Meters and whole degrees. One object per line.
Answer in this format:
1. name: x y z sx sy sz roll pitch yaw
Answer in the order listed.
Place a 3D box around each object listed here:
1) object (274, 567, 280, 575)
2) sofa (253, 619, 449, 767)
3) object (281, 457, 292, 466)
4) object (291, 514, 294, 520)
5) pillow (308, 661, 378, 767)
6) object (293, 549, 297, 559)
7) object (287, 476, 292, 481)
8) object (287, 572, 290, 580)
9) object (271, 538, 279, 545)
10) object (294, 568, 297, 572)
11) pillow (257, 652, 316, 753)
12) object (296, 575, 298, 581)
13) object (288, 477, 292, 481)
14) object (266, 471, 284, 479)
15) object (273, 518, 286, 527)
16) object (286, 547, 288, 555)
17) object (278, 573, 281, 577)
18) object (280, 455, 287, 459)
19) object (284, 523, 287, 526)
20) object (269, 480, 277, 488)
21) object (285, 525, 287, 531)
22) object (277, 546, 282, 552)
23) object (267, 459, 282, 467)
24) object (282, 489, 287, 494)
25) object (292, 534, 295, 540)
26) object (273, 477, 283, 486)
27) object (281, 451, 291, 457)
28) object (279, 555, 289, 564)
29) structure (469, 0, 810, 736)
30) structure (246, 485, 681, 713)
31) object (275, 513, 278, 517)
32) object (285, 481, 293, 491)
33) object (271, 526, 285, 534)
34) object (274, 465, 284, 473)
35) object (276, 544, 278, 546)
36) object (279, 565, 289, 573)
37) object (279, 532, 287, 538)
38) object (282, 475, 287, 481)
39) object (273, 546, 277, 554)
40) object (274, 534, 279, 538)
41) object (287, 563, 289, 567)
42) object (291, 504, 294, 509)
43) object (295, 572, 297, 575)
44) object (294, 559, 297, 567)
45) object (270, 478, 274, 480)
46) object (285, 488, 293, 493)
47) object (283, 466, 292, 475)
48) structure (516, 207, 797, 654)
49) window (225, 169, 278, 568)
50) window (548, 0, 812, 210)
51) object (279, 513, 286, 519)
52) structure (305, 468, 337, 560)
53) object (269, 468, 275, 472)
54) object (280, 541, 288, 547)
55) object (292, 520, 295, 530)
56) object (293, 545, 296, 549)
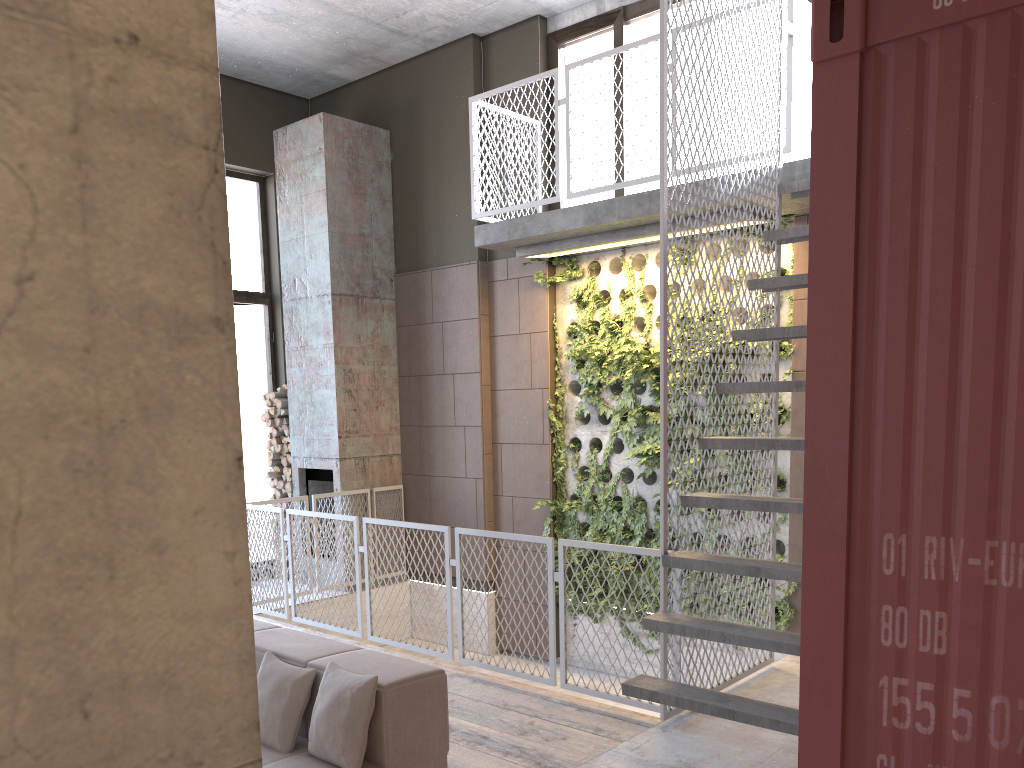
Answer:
1. object: -2.450 2.044 9.646 0.063 0.127 0.361 3 3 40
2. sofa: -2.359 1.569 3.448 2.991 0.795 2.990 -2 -1 42
3. object: -2.293 0.808 9.285 0.098 0.108 0.292 2 2 41
4. object: -2.153 1.373 9.335 0.093 0.085 0.476 1 1 42
5. pillow: -0.658 1.273 3.370 0.186 0.371 0.361 -7 6 -44
6. object: -2.215 1.786 9.311 0.100 0.104 0.290 2 2 40
7. object: -2.194 0.984 9.315 0.067 0.068 0.420 2 1 42
8. object: -2.261 2.057 9.529 0.093 0.085 0.476 1 1 41
9. object: -2.422 1.688 9.501 0.071 0.073 0.420 2 1 42
10. object: -2.152 1.955 9.426 0.071 0.073 0.419 2 1 41
11. pillow: -0.966 1.321 3.618 0.369 0.364 0.185 1 6 41
12. object: -2.123 2.044 9.427 0.091 0.093 0.434 2 1 41
13. object: -2.228 0.988 9.203 0.062 0.048 0.249 0 1 40
14. object: -2.438 0.966 9.408 0.071 0.073 0.420 2 1 42
15. object: -2.364 1.477 9.477 0.093 0.085 0.476 1 1 41
16. object: -2.268 1.780 9.474 0.090 0.090 0.452 1 1 40
17. object: -2.377 2.070 9.635 0.067 0.068 0.420 1 1 41
18. object: -2.306 0.773 9.366 0.064 0.075 0.357 2 2 43
19. object: -2.290 1.495 9.459 0.064 0.075 0.357 2 2 43
20. object: -2.430 1.069 9.550 0.091 0.093 0.434 2 1 42
21. object: -2.277 1.529 9.378 0.098 0.108 0.292 2 2 41
22. object: -2.347 1.759 9.585 0.090 0.090 0.452 2 1 42
23. object: -2.413 0.838 9.460 0.090 0.090 0.452 2 1 43
24. object: -2.306 1.130 9.418 0.064 0.075 0.357 2 1 40
25. object: -2.209 1.629 9.432 0.092 0.094 0.434 2 1 42
26. object: -2.363 1.037 9.492 0.090 0.090 0.452 2 1 42
27. object: -2.279 0.732 9.302 0.088 0.057 0.330 0 0 42
28. object: -2.376 1.890 9.517 0.098 0.108 0.292 2 2 42
29. structure: 0.862 -0.161 5.803 3.670 4.377 3.009 2 6 41
30. structure: -0.108 1.452 6.993 4.418 0.946 1.913 -2 0 41
31. object: -2.421 1.455 9.624 0.070 0.119 0.362 3 3 41
32. object: -2.232 1.064 9.219 0.100 0.104 0.290 2 2 40
33. object: -2.397 1.559 9.553 0.090 0.090 0.452 2 1 43
34. object: -2.349 0.909 9.468 0.114 0.080 0.432 0 0 42
35. object: -2.411 1.722 9.607 0.066 0.086 0.422 3 2 44
36. object: -2.342 1.990 9.601 0.092 0.094 0.434 2 1 41
37. object: -2.333 1.631 9.561 0.114 0.080 0.432 0 0 42
38. object: -2.255 0.989 9.369 0.067 0.068 0.420 2 1 42
39. object: -2.414 1.791 9.643 0.091 0.093 0.434 2 1 42
40. object: -2.431 1.649 9.599 0.121 0.068 0.361 0 0 40
41. object: -2.266 1.972 9.567 0.101 0.088 0.360 1 1 41
42. object: -2.145 1.292 9.347 0.114 0.080 0.432 0 0 41
43. object: -2.185 2.054 9.488 0.090 0.090 0.452 1 1 41
44. object: -2.150 1.890 9.363 0.063 0.127 0.361 4 4 43
45. object: -2.427 1.001 9.515 0.066 0.086 0.422 3 2 44
46. object: -2.232 1.113 9.347 0.121 0.068 0.361 0 0 43
47. object: -2.225 0.907 9.339 0.092 0.094 0.434 2 1 42
48. structure: 1.170 0.431 7.095 2.617 3.876 0.994 3 8 41
49. window: -5.585 -0.094 6.143 0.208 4.225 9.139 5 4 40
50. window: 1.706 -2.206 6.596 3.558 1.773 0.109 -1 6 41
51. object: -2.299 1.401 9.442 0.114 0.080 0.432 0 0 41
52. structure: -1.890 1.318 8.944 0.573 0.941 0.056 3 8 41
53. object: -2.447 0.928 9.506 0.121 0.068 0.361 0 0 40
54. object: -2.297 1.702 9.509 0.093 0.085 0.476 1 1 42
55. object: -2.159 1.485 9.310 0.063 0.127 0.361 4 4 43
56. object: -2.212 1.710 9.296 0.062 0.048 0.249 0 1 40
